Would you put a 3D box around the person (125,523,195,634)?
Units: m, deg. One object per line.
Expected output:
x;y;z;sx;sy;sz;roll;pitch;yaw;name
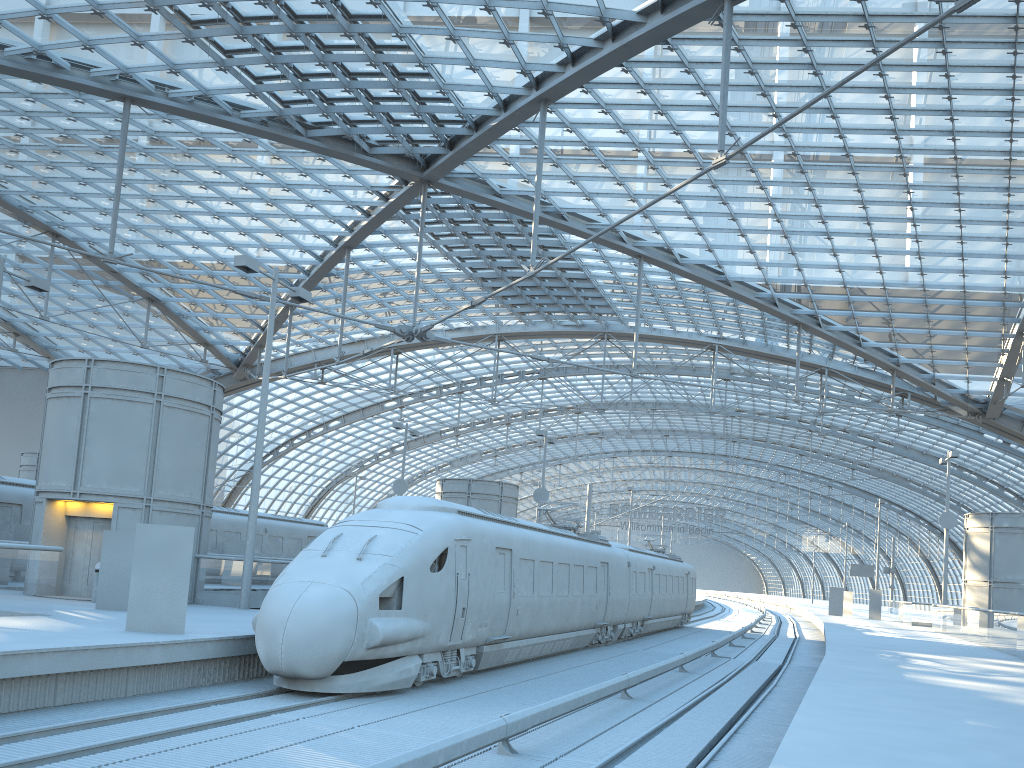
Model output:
-5.425;3.038;13.611;0.876;1.689;0.001;5;-5;-7;person

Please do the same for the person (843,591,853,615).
22.439;14.638;58.629;0.001;1.595;0.812;6;-6;-25;person

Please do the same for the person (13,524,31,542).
-13.669;4.841;24.807;0.828;1.715;0.001;5;-5;-7;person

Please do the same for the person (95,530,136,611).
-7.826;3.732;17.460;0.710;1.596;0.001;4;-5;-2;person

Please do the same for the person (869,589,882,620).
21.339;13.004;51.748;0.069;1.790;0.784;8;-7;-39;person

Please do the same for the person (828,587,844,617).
19.910;13.359;53.873;0.902;1.781;0.001;-2;-7;44;person
